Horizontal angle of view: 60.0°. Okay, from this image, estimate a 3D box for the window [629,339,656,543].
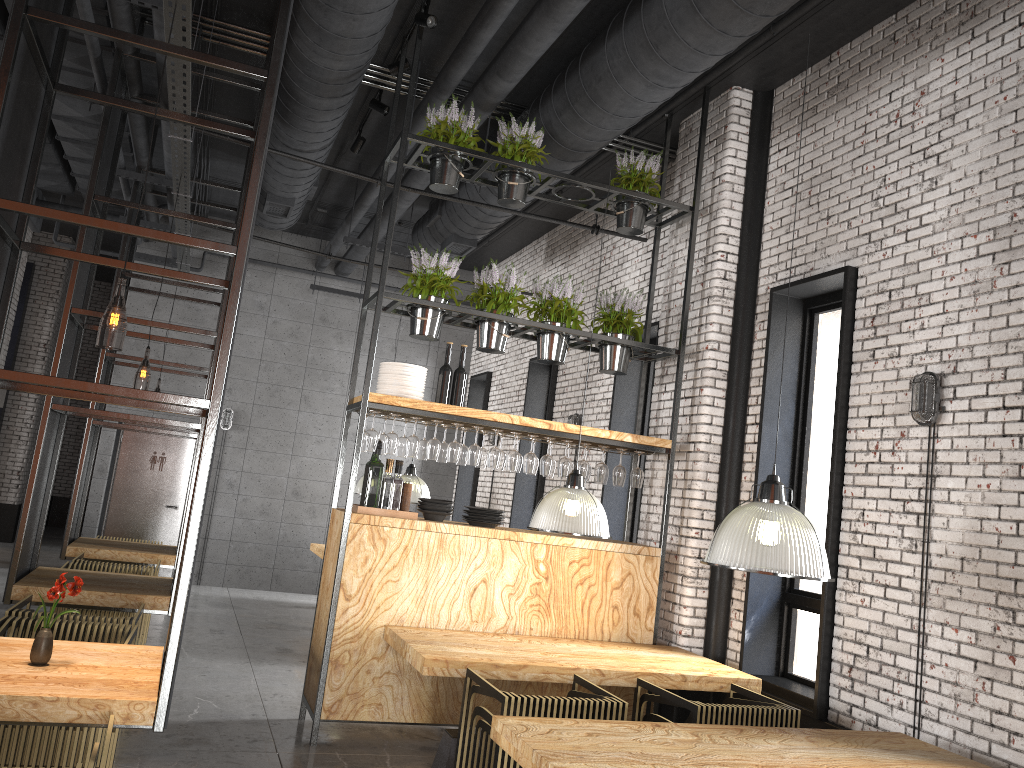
[{"bbox_3d":[1.217,0.862,8.066,0.364,2.707,0.747,10,-9,-19],"label":"window"}]

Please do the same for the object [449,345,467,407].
[{"bbox_3d":[-0.372,-0.047,6.332,0.098,0.472,0.098,15,-11,-41],"label":"object"}]

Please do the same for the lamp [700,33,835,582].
[{"bbox_3d":[1.200,-0.407,3.847,0.537,2.413,0.535,5,-9,17],"label":"lamp"}]

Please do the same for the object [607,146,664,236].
[{"bbox_3d":[0.956,-1.460,6.942,0.416,0.560,0.466,8,-8,-9],"label":"object"}]

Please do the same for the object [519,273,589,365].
[{"bbox_3d":[0.317,-0.437,6.669,0.416,0.560,0.466,3,-9,27],"label":"object"}]

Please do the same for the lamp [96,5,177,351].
[{"bbox_3d":[-1.595,-0.934,3.845,0.108,1.604,0.108,-1,-12,42],"label":"lamp"}]

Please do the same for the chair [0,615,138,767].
[{"bbox_3d":[-2.267,1.581,4.328,0.656,0.732,0.637,10,-8,-16],"label":"chair"}]

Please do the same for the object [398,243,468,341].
[{"bbox_3d":[-0.584,-0.597,6.310,0.467,0.560,0.415,1,-10,36],"label":"object"}]

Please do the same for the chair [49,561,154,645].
[{"bbox_3d":[-3.150,1.789,6.777,0.656,0.732,0.637,10,-9,-20],"label":"chair"}]

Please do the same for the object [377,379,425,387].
[{"bbox_3d":[-0.773,0.005,6.180,0.335,0.041,0.333,7,-7,3],"label":"object"}]

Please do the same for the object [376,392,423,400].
[{"bbox_3d":[-0.784,0.102,6.166,0.335,0.033,0.333,5,-8,19],"label":"object"}]

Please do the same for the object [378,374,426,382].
[{"bbox_3d":[-0.769,-0.029,6.185,0.334,0.043,0.334,12,-9,-35],"label":"object"}]

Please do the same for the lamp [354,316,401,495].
[{"bbox_3d":[-1.537,0.186,11.027,0.537,2.413,0.535,4,-9,23],"label":"lamp"}]

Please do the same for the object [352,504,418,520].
[{"bbox_3d":[-0.899,0.877,6.097,0.411,0.050,0.410,10,-8,-20],"label":"object"}]

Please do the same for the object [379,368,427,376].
[{"bbox_3d":[-0.764,-0.068,6.192,0.334,0.044,0.334,1,-10,41],"label":"object"}]

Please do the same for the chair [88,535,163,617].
[{"bbox_3d":[-4.017,1.991,9.151,0.656,0.732,0.637,10,-9,-20],"label":"chair"}]

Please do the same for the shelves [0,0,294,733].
[{"bbox_3d":[-2.505,-0.699,6.258,1.002,4.379,6.136,10,-8,-19],"label":"shelves"}]

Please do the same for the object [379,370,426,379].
[{"bbox_3d":[-0.766,-0.048,6.189,0.334,0.041,0.334,1,-10,40],"label":"object"}]

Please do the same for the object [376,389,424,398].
[{"bbox_3d":[-0.783,0.082,6.170,0.334,0.046,0.334,13,-9,-38],"label":"object"}]

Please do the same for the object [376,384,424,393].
[{"bbox_3d":[-0.778,0.044,6.174,0.335,0.040,0.333,2,-9,34],"label":"object"}]

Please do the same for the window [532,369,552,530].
[{"bbox_3d":[0.398,1.052,10.310,0.364,2.707,0.747,10,-9,-19],"label":"window"}]

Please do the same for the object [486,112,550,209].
[{"bbox_3d":[0.029,-1.616,6.649,0.467,0.560,0.415,3,-9,29],"label":"object"}]

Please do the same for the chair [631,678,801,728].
[{"bbox_3d":[1.081,2.073,4.866,0.656,0.732,0.637,10,-9,-21],"label":"chair"}]

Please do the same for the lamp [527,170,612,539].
[{"bbox_3d":[0.509,-0.247,5.741,0.537,2.413,0.535,5,-9,17],"label":"lamp"}]

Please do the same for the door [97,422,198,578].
[{"bbox_3d":[-4.861,1.538,11.860,1.119,2.109,0.158,10,-9,-19],"label":"door"}]

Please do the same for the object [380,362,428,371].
[{"bbox_3d":[-0.759,-0.106,6.198,0.334,0.039,0.334,0,-10,44],"label":"object"}]

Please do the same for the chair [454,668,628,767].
[{"bbox_3d":[0.118,1.905,4.512,0.656,0.732,0.637,10,-8,-19],"label":"chair"}]

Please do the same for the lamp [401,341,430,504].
[{"bbox_3d":[-0.948,0.050,9.414,0.537,2.413,0.535,5,-9,17],"label":"lamp"}]

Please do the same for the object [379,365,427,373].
[{"bbox_3d":[-0.761,-0.087,6.194,0.334,0.039,0.334,0,-11,45],"label":"object"}]

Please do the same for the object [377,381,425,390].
[{"bbox_3d":[-0.775,0.025,6.178,0.335,0.039,0.334,2,-9,37],"label":"object"}]

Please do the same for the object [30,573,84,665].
[{"bbox_3d":[-1.840,0.948,3.589,0.156,0.356,0.170,3,-9,29],"label":"object"}]

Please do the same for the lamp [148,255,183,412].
[{"bbox_3d":[-3.364,-0.524,8.690,0.108,1.604,0.108,5,-9,13],"label":"lamp"}]

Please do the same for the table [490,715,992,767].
[{"bbox_3d":[1.030,1.865,3.458,2.114,0.765,0.998,10,-8,-19],"label":"table"}]

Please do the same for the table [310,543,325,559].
[{"bbox_3d":[-1.503,2.369,9.753,0.999,0.765,4.128,10,-8,-19],"label":"table"}]

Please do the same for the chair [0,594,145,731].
[{"bbox_3d":[-2.530,1.642,5.051,0.656,0.732,0.637,10,-8,-17],"label":"chair"}]

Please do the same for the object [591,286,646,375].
[{"bbox_3d":[0.798,-0.360,6.792,0.416,0.560,0.466,7,-8,0],"label":"object"}]

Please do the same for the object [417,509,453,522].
[{"bbox_3d":[-0.541,0.918,6.168,0.257,0.068,0.256,9,-8,-11],"label":"object"}]

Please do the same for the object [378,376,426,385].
[{"bbox_3d":[-0.771,-0.010,6.183,0.334,0.039,0.334,9,-8,-11],"label":"object"}]

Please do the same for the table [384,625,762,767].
[{"bbox_3d":[0.309,2.033,5.433,2.114,0.765,0.998,10,-8,-19],"label":"table"}]

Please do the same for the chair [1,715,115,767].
[{"bbox_3d":[-1.621,1.442,2.648,0.656,0.732,0.637,10,-9,-20],"label":"chair"}]

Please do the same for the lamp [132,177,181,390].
[{"bbox_3d":[-2.471,-0.731,6.245,0.108,1.604,0.108,3,-10,27],"label":"lamp"}]

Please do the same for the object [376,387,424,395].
[{"bbox_3d":[-0.779,0.063,6.172,0.335,0.037,0.334,2,-9,37],"label":"object"}]

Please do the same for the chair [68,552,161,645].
[{"bbox_3d":[-3.386,1.852,7.479,0.656,0.732,0.637,10,-8,-18],"label":"chair"}]

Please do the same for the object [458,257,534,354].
[{"bbox_3d":[-0.128,-0.514,6.508,0.466,0.560,0.416,11,-9,-24],"label":"object"}]

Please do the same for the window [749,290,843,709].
[{"bbox_3d":[2.030,0.674,5.841,0.364,2.707,0.747,10,-9,-19],"label":"window"}]

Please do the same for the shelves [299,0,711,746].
[{"bbox_3d":[0.043,-0.030,6.502,2.330,5.034,0.688,10,-9,-19],"label":"shelves"}]

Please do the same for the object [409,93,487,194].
[{"bbox_3d":[-0.469,-1.696,6.513,0.416,0.560,0.466,-1,-11,45],"label":"object"}]

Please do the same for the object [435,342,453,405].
[{"bbox_3d":[-0.472,-0.064,6.297,0.098,0.472,0.098,15,-11,-41],"label":"object"}]
